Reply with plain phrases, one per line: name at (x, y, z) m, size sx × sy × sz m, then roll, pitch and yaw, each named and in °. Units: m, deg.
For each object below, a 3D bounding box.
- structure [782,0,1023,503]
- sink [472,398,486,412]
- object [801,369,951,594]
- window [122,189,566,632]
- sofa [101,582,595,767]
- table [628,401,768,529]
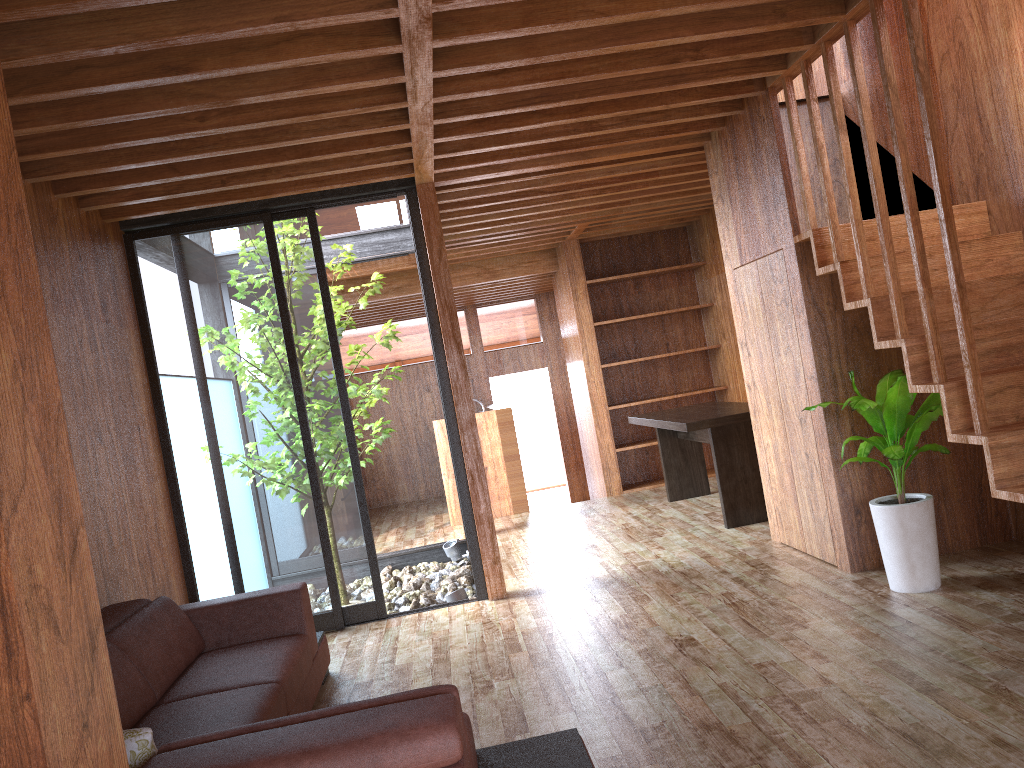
structure at (1.893, -0.333, 2.949) m, size 0.830 × 2.298 × 2.444 m, roll -10°, pitch 0°, yaw -5°
sink at (-0.512, 0.366, 9.004) m, size 0.558 × 0.423 × 2.454 m, roll -10°, pitch 0°, yaw -5°
object at (1.663, 0.349, 3.737) m, size 0.676 × 1.031 × 0.630 m, roll -10°, pitch 1°, yaw -16°
window at (-0.119, -1.010, 5.514) m, size 4.110 × 5.132 × 13.944 m, roll -10°, pitch 0°, yaw -5°
sofa at (-0.716, 0.907, 2.814) m, size 1.702 × 0.760 × 2.501 m, roll -10°, pitch 0°, yaw -5°
table at (1.406, 0.545, 6.339) m, size 0.701 × 0.716 × 1.669 m, roll -10°, pitch 0°, yaw -5°
